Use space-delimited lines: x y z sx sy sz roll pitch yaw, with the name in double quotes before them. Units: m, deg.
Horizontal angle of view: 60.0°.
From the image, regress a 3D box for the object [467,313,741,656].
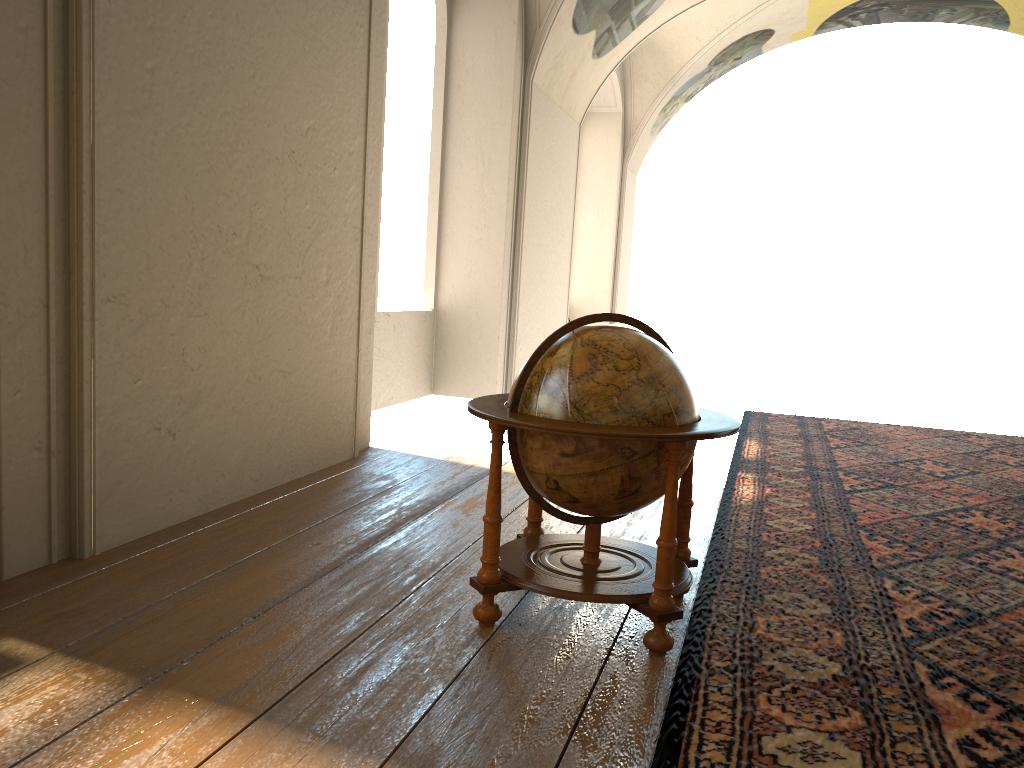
"object" 0.413 0.385 4.244 1.279 1.452 1.276 -2 9 -36
